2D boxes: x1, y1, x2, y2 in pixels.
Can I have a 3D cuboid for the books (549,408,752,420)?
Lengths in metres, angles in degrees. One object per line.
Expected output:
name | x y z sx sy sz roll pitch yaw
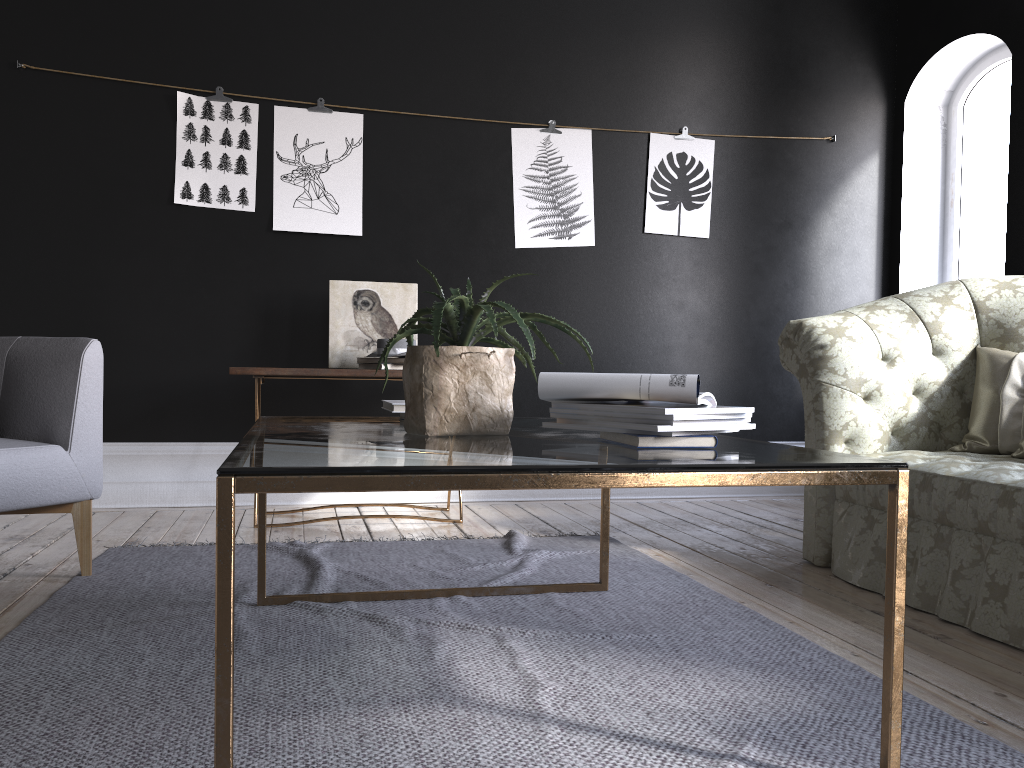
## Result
books | 0.277 0.058 1.797 0.252 0.011 0.318 0 1 -42

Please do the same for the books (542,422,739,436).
books | 0.266 0.089 1.842 0.318 0.011 0.252 2 1 43

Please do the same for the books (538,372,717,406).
books | 0.251 0.033 1.863 0.322 0.109 0.273 1 1 21

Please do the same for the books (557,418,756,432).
books | 0.285 0.079 1.802 0.252 0.011 0.318 1 1 -32

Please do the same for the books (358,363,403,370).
books | -0.593 -0.082 4.257 0.203 0.029 0.268 1 1 -34

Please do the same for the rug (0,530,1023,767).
rug | -0.188 0.656 1.975 2.106 0.050 3.643 1 1 -13

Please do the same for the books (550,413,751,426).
books | 0.280 0.068 1.816 0.252 0.011 0.318 0 1 -42

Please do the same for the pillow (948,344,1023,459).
pillow | 1.932 0.060 2.893 0.529 0.416 1.105 1 1 -14

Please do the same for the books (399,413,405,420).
books | -0.178 0.091 2.506 0.193 0.030 0.289 1 1 -30

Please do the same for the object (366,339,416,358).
object | -0.548 -0.168 4.208 0.258 0.087 0.328 2 1 42

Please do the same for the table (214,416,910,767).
table | -0.048 0.391 2.048 1.092 0.558 1.448 1 1 -14

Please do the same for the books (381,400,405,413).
books | -0.242 0.063 2.493 0.220 0.024 0.307 1 1 -14

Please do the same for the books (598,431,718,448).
books | 0.286 0.107 1.779 0.162 0.023 0.231 1 1 -13

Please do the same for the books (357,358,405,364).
books | -0.572 -0.110 4.235 0.289 0.030 0.193 1 1 27

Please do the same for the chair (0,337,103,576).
chair | -1.889 0.208 2.807 0.770 0.863 0.818 2 1 27

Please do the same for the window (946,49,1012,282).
window | 2.806 -1.153 5.057 0.112 1.457 0.740 1 2 -14

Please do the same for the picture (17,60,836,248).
picture | -0.228 -1.141 4.819 4.457 0.771 0.058 1 2 -14

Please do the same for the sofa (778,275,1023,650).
sofa | 2.113 0.156 2.445 1.606 1.161 2.811 1 1 -13

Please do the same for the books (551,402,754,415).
books | 0.278 0.047 1.788 0.252 0.011 0.318 1 1 -37
